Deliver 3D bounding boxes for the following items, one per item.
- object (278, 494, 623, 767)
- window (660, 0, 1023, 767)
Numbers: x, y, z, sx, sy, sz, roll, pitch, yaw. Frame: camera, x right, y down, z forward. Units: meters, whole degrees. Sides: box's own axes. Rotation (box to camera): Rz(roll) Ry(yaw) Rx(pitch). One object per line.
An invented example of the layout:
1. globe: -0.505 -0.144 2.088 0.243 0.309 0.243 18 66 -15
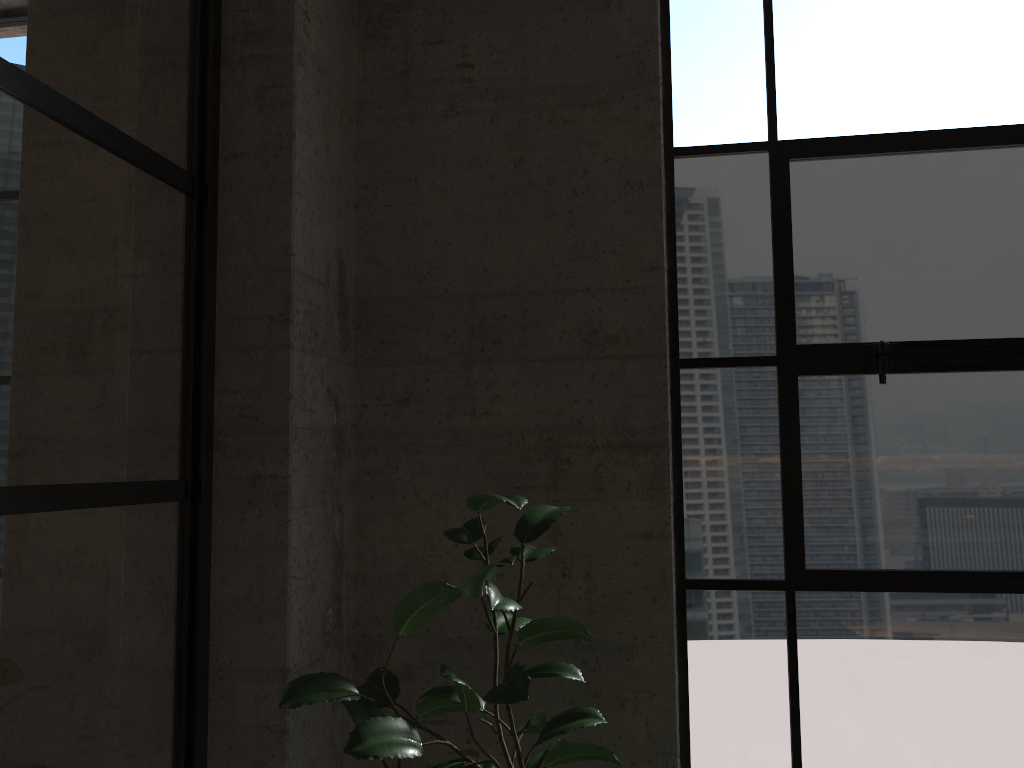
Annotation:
1. object: -0.010 1.013 1.911 0.886 1.552 0.514 -1 -5 6
2. window: -1.688 -0.003 2.912 7.902 2.530 0.081 -1 -5 9
